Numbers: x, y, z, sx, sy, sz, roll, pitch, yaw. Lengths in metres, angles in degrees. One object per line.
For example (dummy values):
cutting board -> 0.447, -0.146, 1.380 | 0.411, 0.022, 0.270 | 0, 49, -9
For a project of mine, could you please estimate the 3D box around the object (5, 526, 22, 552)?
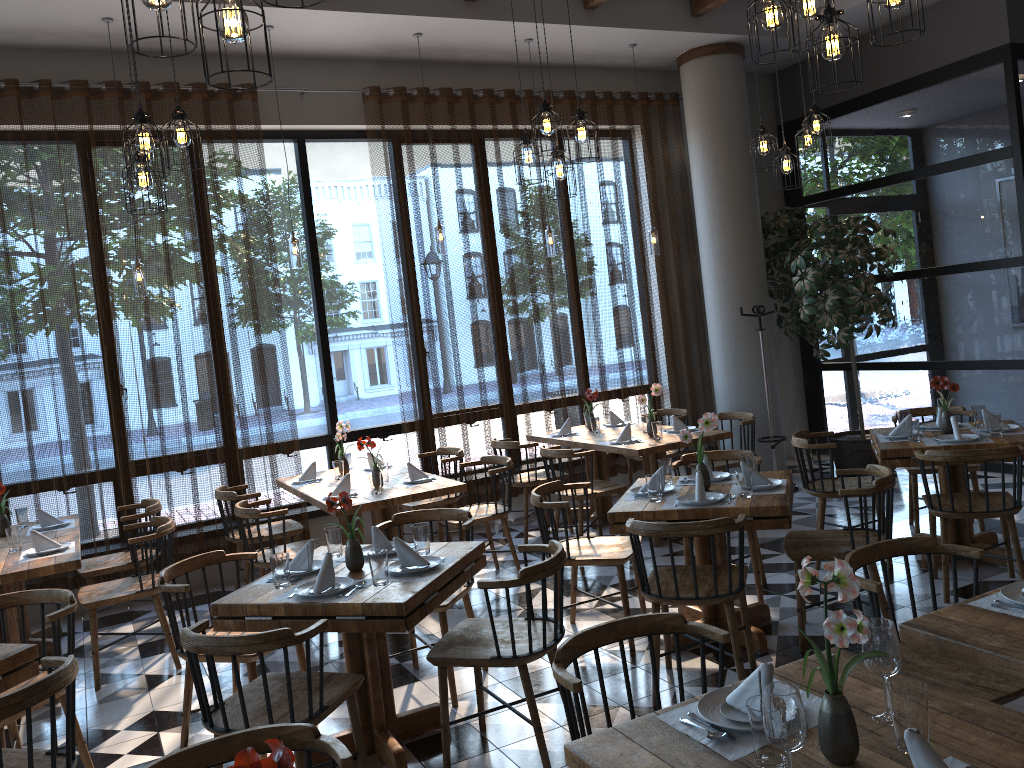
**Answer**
object -> -2.824, 0.883, 5.028 | 0.080, 0.132, 0.080 | -8, 3, -41

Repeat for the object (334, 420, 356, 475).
object -> -1.236, 0.469, 6.558 | 0.146, 0.400, 0.206 | -7, 2, -22

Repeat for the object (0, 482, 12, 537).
object -> -3.213, 0.782, 5.525 | 0.156, 0.355, 0.171 | -7, 2, -4

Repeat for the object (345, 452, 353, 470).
object -> -1.258, 0.592, 6.781 | 0.080, 0.132, 0.080 | -6, 2, 9

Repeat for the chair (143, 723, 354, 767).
chair -> -0.544, 1.253, 1.895 | 0.520, 0.816, 0.549 | -7, 2, -26

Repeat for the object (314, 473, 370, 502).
object -> -1.094, 0.645, 5.637 | 0.272, 0.137, 0.352 | -8, 4, -26

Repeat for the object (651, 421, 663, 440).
object -> 1.073, 0.345, 6.533 | 0.080, 0.132, 0.080 | -8, 3, -41

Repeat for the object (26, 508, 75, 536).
object -> -2.971, 0.853, 5.699 | 0.272, 0.137, 0.352 | -8, 4, -26

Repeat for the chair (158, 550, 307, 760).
chair -> -1.234, 1.197, 3.963 | 0.549, 0.816, 0.521 | -6, 2, 19

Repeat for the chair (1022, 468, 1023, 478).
chair -> 3.331, 0.599, 5.236 | 0.549, 0.816, 0.521 | -6, 2, 19

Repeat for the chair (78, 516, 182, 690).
chair -> -2.189, 1.230, 5.103 | 0.551, 0.816, 0.519 | -7, 2, -26

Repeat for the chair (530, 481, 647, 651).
chair -> 0.419, 0.956, 4.790 | 0.549, 0.816, 0.521 | -6, 2, 19

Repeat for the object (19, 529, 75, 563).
object -> -2.576, 0.860, 4.903 | 0.272, 0.137, 0.352 | -8, 4, -26

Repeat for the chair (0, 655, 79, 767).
chair -> -1.619, 1.319, 2.752 | 0.549, 0.816, 0.521 | -6, 2, 19

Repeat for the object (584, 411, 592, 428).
object -> 0.671, 0.311, 7.745 | 0.080, 0.132, 0.080 | -7, 2, -11

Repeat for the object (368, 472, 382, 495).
object -> -0.856, 0.626, 5.568 | 0.080, 0.132, 0.080 | -8, 3, -41

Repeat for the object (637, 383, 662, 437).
object -> 1.061, 0.200, 6.712 | 0.207, 0.400, 0.146 | -8, 2, -34

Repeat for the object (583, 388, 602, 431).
object -> 0.692, 0.212, 7.521 | 0.156, 0.355, 0.171 | -5, 2, 40

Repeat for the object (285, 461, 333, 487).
object -> -1.488, 0.638, 6.433 | 0.272, 0.137, 0.352 | -8, 4, -26

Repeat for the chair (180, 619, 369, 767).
chair -> -0.829, 1.204, 3.147 | 0.519, 0.816, 0.551 | -6, 2, 19

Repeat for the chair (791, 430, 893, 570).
chair -> 2.101, 0.712, 5.630 | 0.549, 0.816, 0.521 | -6, 2, 19

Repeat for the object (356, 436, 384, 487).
object -> -0.921, 0.510, 5.738 | 0.156, 0.355, 0.171 | -5, 2, 43

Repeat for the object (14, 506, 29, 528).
object -> -3.209, 0.876, 5.806 | 0.080, 0.132, 0.080 | -6, 2, -1

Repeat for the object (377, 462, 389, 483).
object -> -0.873, 0.599, 6.003 | 0.080, 0.132, 0.080 | -8, 3, -41

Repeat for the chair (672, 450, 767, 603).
chair -> 1.230, 0.838, 5.195 | 0.519, 0.816, 0.551 | -6, 2, 19

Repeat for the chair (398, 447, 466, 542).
chair -> -0.607, 0.939, 6.837 | 0.551, 0.816, 0.519 | -7, 2, -26

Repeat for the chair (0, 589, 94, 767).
chair -> -2.023, 1.311, 3.568 | 0.519, 0.816, 0.551 | -6, 2, 19

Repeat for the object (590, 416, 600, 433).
object -> 0.688, 0.338, 7.311 | 0.080, 0.132, 0.080 | -7, 2, -11

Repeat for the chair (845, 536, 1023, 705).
chair -> 1.415, 0.969, 2.875 | 0.520, 0.816, 0.549 | -7, 2, -26

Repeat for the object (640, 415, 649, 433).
object -> 1.057, 0.319, 6.968 | 0.080, 0.132, 0.080 | -8, 3, -41

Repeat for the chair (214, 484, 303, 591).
chair -> -1.768, 1.108, 6.257 | 0.551, 0.816, 0.519 | -7, 2, -26

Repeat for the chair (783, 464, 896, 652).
chair -> 1.635, 0.846, 4.378 | 0.549, 0.816, 0.521 | -6, 2, 19

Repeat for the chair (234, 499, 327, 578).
chair -> -1.393, 1.114, 5.501 | 0.551, 0.816, 0.519 | -7, 2, -26

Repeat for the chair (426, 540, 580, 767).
chair -> -0.019, 1.086, 3.552 | 0.549, 0.816, 0.521 | -6, 2, 19

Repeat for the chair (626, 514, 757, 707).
chair -> 0.824, 0.964, 3.973 | 0.519, 0.816, 0.551 | -6, 2, 19

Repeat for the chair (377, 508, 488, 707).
chair -> -0.423, 1.079, 4.368 | 0.519, 0.816, 0.551 | -6, 2, 19

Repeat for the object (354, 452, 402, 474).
object -> -1.017, 0.569, 6.675 | 0.272, 0.137, 0.352 | -8, 4, -26

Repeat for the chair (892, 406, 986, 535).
chair -> 2.911, 0.594, 6.035 | 0.519, 0.816, 0.551 | -6, 2, 19

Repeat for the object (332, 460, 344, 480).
object -> -1.242, 0.618, 6.346 | 0.080, 0.132, 0.080 | -6, 2, 9

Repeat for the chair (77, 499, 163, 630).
chair -> -2.564, 1.223, 5.858 | 0.551, 0.816, 0.519 | -7, 2, -26

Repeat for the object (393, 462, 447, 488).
object -> -0.623, 0.576, 5.879 | 0.272, 0.137, 0.352 | -8, 4, -26

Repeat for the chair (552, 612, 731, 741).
chair -> 0.435, 1.111, 2.385 | 0.520, 0.816, 0.549 | -7, 2, -26

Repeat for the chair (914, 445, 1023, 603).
chair -> 2.505, 0.719, 4.814 | 0.519, 0.816, 0.551 | -6, 2, 19
